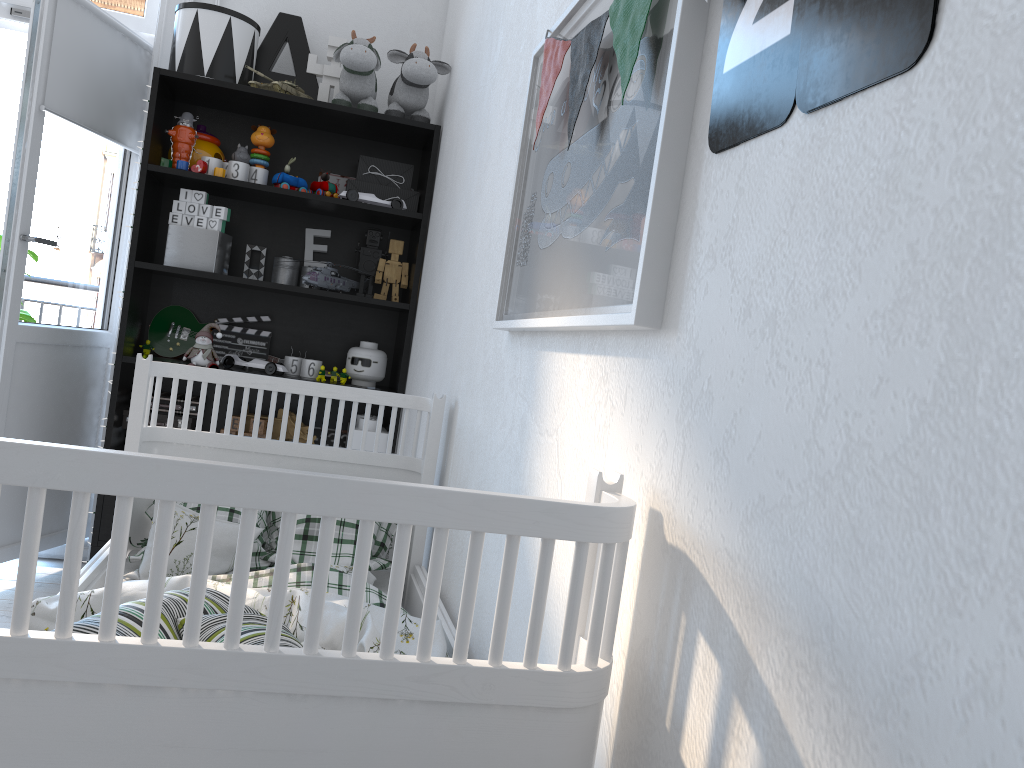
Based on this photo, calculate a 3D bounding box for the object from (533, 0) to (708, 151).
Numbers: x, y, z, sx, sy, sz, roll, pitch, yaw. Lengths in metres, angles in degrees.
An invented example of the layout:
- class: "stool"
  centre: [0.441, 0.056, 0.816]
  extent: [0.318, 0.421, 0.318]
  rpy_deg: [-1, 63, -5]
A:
- class: "object"
  centre: [0.155, -0.506, 1.059]
  extent: [0.058, 0.415, 0.904]
  rpy_deg: [8, 1, -14]

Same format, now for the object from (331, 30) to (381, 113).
- class: "object"
  centre: [-0.518, -1.030, 3.004]
  extent: [0.154, 0.253, 0.370]
  rpy_deg: [8, 1, -5]

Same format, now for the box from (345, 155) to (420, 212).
- class: "box"
  centre: [-0.458, -0.694, 3.146]
  extent: [0.252, 0.189, 0.179]
  rpy_deg: [8, 2, -13]

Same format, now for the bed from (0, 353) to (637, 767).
- class: "bed"
  centre: [-0.398, 0.424, 1.390]
  extent: [0.670, 0.833, 1.403]
  rpy_deg: [8, 2, -13]

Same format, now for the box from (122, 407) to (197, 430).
- class: "box"
  centre: [-1.190, 0.125, 3.005]
  extent: [0.216, 0.062, 0.179]
  rpy_deg: [8, 1, -13]

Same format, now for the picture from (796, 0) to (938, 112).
- class: "picture"
  centre: [0.253, -0.351, 0.606]
  extent: [0.013, 0.305, 0.152]
  rpy_deg: [8, 2, -13]

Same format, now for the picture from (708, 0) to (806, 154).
- class: "picture"
  centre: [0.219, -0.358, 0.756]
  extent: [0.010, 0.301, 0.151]
  rpy_deg: [8, 2, -14]

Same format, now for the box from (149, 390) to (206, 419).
- class: "box"
  centre: [-1.163, 0.067, 3.008]
  extent: [0.216, 0.062, 0.179]
  rpy_deg: [8, 1, -13]

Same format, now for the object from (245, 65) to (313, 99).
- class: "object"
  centre: [-0.778, -0.994, 2.960]
  extent: [0.121, 0.100, 0.338]
  rpy_deg: [9, 2, 22]

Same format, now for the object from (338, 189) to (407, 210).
- class: "object"
  centre: [-0.472, -0.621, 3.004]
  extent: [0.231, 0.048, 0.098]
  rpy_deg: [8, 2, -23]

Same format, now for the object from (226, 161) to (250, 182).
- class: "object"
  centre: [-0.899, -0.691, 2.910]
  extent: [0.067, 0.067, 0.067]
  rpy_deg: [8, 2, -12]

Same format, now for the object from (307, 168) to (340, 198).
- class: "object"
  centre: [-0.644, -0.686, 3.052]
  extent: [0.087, 0.112, 0.121]
  rpy_deg: [7, 2, -42]

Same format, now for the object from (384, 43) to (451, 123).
- class: "object"
  centre: [-0.372, -1.010, 3.043]
  extent: [0.211, 0.253, 0.386]
  rpy_deg: [7, 2, -30]

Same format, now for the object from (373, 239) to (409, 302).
- class: "object"
  centre: [-0.417, -0.394, 3.097]
  extent: [0.114, 0.221, 0.052]
  rpy_deg: [8, 2, -14]

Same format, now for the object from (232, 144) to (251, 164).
- class: "object"
  centre: [-0.940, -0.748, 3.063]
  extent: [0.063, 0.160, 0.063]
  rpy_deg: [7, 2, -35]

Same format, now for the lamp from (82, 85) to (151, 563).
- class: "lamp"
  centre: [-0.872, -0.117, 3.107]
  extent: [0.985, 1.684, 0.095]
  rpy_deg: [8, 2, -16]

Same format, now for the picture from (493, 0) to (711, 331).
- class: "picture"
  centre: [0.093, -0.320, 1.225]
  extent: [0.030, 0.493, 0.703]
  rpy_deg: [8, 2, -13]

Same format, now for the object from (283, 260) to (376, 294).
- class: "object"
  centre: [-0.631, -0.366, 3.062]
  extent: [0.368, 0.106, 0.349]
  rpy_deg: [8, 1, -12]

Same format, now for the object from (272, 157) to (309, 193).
- class: "object"
  centre: [-0.741, -0.699, 2.986]
  extent: [0.121, 0.126, 0.087]
  rpy_deg: [7, 2, -36]

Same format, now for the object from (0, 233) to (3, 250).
- class: "object"
  centre: [-2.469, -0.172, 4.122]
  extent: [0.720, 1.225, 0.489]
  rpy_deg: [8, 2, -3]

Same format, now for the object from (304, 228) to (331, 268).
- class: "object"
  centre: [-0.700, -0.487, 3.202]
  extent: [0.107, 0.151, 0.055]
  rpy_deg: [8, 2, -13]

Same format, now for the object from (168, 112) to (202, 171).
- class: "object"
  centre: [-1.061, -0.783, 2.883]
  extent: [0.105, 0.203, 0.072]
  rpy_deg: [8, 2, -6]

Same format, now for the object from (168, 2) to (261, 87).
- class: "object"
  centre: [-0.977, -1.105, 3.019]
  extent: [0.272, 0.259, 0.395]
  rpy_deg: [9, 2, 15]

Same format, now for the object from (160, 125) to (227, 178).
- class: "object"
  centre: [-1.045, -0.778, 2.959]
  extent: [0.197, 0.197, 0.318]
  rpy_deg: [8, 2, -17]

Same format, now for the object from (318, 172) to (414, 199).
- class: "object"
  centre: [-0.536, -0.681, 3.237]
  extent: [0.347, 0.132, 0.037]
  rpy_deg: [8, 2, -13]

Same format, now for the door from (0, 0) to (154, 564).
- class: "door"
  centre: [-1.970, -0.408, 2.884]
  extent: [1.264, 1.839, 0.636]
  rpy_deg: [8, 2, -11]

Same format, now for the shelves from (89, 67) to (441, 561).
- class: "shelves"
  centre: [-0.833, -0.106, 3.051]
  extent: [0.911, 1.678, 0.353]
  rpy_deg: [8, 2, -13]

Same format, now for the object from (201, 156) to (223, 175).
- class: "object"
  centre: [-0.987, -0.704, 2.905]
  extent: [0.067, 0.067, 0.067]
  rpy_deg: [8, 2, -12]

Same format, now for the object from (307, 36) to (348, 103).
- class: "object"
  centre: [-0.633, -1.073, 3.145]
  extent: [0.190, 0.291, 0.065]
  rpy_deg: [8, 2, -8]

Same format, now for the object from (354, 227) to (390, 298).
- class: "object"
  centre: [-0.502, -0.427, 3.140]
  extent: [0.117, 0.259, 0.081]
  rpy_deg: [8, 2, -13]

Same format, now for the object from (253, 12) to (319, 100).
- class: "object"
  centre: [-0.803, -1.125, 3.134]
  extent: [0.343, 0.344, 0.057]
  rpy_deg: [8, 2, -13]

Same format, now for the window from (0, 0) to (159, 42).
- class: "window"
  centre: [-1.836, -1.656, 3.088]
  extent: [1.263, 0.660, 0.101]
  rpy_deg: [8, 2, -13]

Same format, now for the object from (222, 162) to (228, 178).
- class: "object"
  centre: [-0.945, -0.699, 2.960]
  extent: [0.067, 0.067, 0.067]
  rpy_deg: [7, 2, -39]

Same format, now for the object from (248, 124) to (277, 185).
- class: "object"
  centre: [-0.840, -0.758, 2.959]
  extent: [0.077, 0.213, 0.077]
  rpy_deg: [9, 2, 20]
